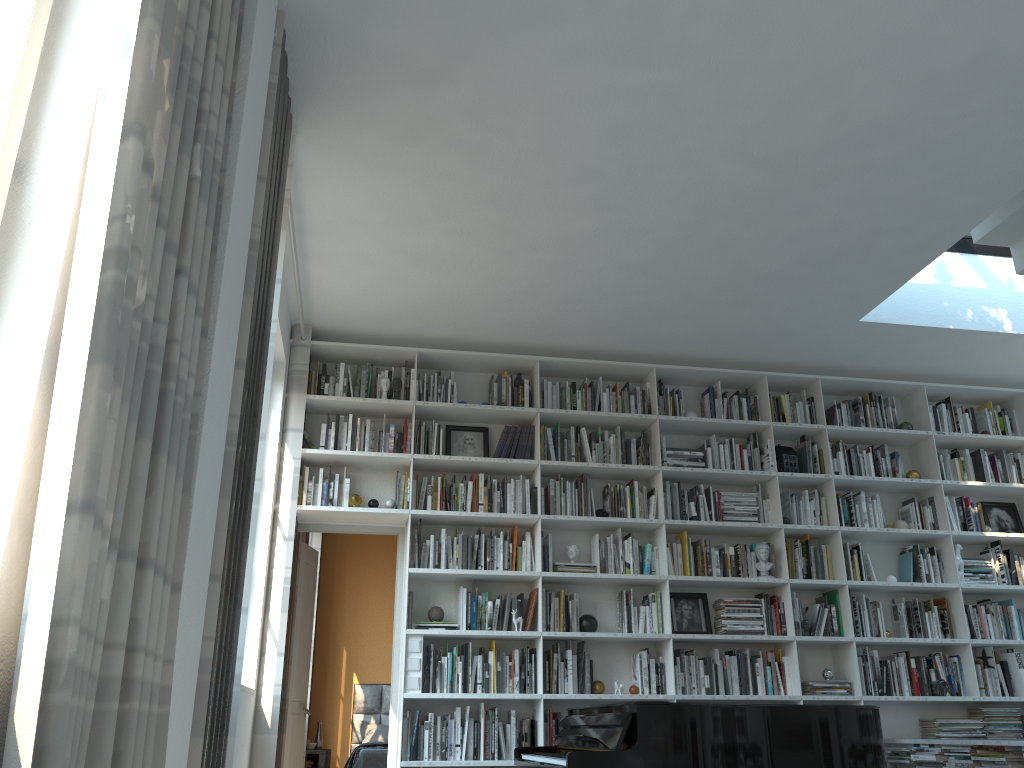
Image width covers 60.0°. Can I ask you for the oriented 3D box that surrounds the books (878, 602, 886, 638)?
[{"bbox_3d":[2.509,1.640,6.109,0.013,0.250,0.173,3,-21,-9],"label":"books"}]

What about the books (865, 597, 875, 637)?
[{"bbox_3d":[2.435,1.622,6.110,0.006,0.284,0.160,3,-21,-9],"label":"books"}]

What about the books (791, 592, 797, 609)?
[{"bbox_3d":[1.903,1.575,6.019,0.013,0.305,0.141,3,-21,-9],"label":"books"}]

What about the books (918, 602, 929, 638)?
[{"bbox_3d":[2.808,1.652,6.140,0.018,0.250,0.184,3,-21,-9],"label":"books"}]

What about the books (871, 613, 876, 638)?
[{"bbox_3d":[2.445,1.672,6.092,0.013,0.178,0.141,3,-21,-9],"label":"books"}]

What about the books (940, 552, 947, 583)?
[{"bbox_3d":[3.036,1.330,6.314,0.010,0.244,0.159,3,-21,-9],"label":"books"}]

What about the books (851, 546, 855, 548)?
[{"bbox_3d":[2.411,1.281,6.226,0.006,0.272,0.167,3,-21,-9],"label":"books"}]

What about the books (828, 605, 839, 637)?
[{"bbox_3d":[2.153,1.624,6.030,0.029,0.222,0.171,3,-21,-9],"label":"books"}]

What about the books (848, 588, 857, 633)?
[{"bbox_3d":[2.312,1.590,6.105,0.007,0.340,0.150,3,-21,-9],"label":"books"}]

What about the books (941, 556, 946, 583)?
[{"bbox_3d":[3.018,1.348,6.314,0.023,0.211,0.165,3,-21,-9],"label":"books"}]

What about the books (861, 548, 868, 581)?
[{"bbox_3d":[2.441,1.295,6.235,0.007,0.253,0.161,3,-21,-9],"label":"books"}]

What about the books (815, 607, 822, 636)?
[{"bbox_3d":[2.047,1.633,6.028,0.090,0.211,0.143,4,-21,-9],"label":"books"}]

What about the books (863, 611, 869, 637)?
[{"bbox_3d":[2.374,1.657,6.064,0.013,0.185,0.184,3,-21,-9],"label":"books"}]

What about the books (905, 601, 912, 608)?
[{"bbox_3d":[2.737,1.649,6.150,0.015,0.261,0.150,3,-21,-9],"label":"books"}]

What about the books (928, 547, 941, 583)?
[{"bbox_3d":[2.967,1.309,6.298,0.012,0.272,0.184,3,-21,-9],"label":"books"}]

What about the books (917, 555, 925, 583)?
[{"bbox_3d":[2.851,1.335,6.278,0.006,0.209,0.189,3,-21,-9],"label":"books"}]

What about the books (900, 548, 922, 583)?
[{"bbox_3d":[2.829,1.311,6.291,0.021,0.263,0.175,3,-21,-9],"label":"books"}]

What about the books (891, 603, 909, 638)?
[{"bbox_3d":[2.689,1.652,6.142,0.019,0.250,0.130,3,-21,-9],"label":"books"}]

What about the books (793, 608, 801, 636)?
[{"bbox_3d":[1.886,1.622,5.982,0.027,0.191,0.183,3,-21,-9],"label":"books"}]

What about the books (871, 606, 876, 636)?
[{"bbox_3d":[2.455,1.653,6.103,0.008,0.222,0.134,3,-21,-9],"label":"books"}]

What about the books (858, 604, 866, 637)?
[{"bbox_3d":[2.351,1.634,6.060,0.011,0.225,0.188,3,-21,-9],"label":"books"}]

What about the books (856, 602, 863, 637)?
[{"bbox_3d":[2.337,1.627,6.072,0.013,0.247,0.165,3,-21,-9],"label":"books"}]

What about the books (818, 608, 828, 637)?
[{"bbox_3d":[2.079,1.637,6.029,0.091,0.204,0.169,4,-21,-9],"label":"books"}]

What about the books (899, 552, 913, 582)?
[{"bbox_3d":[2.791,1.323,6.286,0.056,0.240,0.154,3,-21,-9],"label":"books"}]

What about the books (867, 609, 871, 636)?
[{"bbox_3d":[2.404,1.657,6.087,0.013,0.202,0.167,3,-21,-9],"label":"books"}]

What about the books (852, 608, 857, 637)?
[{"bbox_3d":[2.304,1.650,6.070,0.013,0.203,0.154,3,-21,-9],"label":"books"}]

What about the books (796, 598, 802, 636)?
[{"bbox_3d":[1.914,1.599,6.023,0.012,0.265,0.158,3,-21,-9],"label":"books"}]

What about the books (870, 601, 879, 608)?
[{"bbox_3d":[2.496,1.634,6.108,0.014,0.260,0.142,3,-21,-9],"label":"books"}]

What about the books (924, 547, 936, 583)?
[{"bbox_3d":[2.942,1.315,6.315,0.032,0.273,0.155,3,-21,-9],"label":"books"}]

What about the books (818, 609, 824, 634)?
[{"bbox_3d":[2.065,1.635,6.039,0.090,0.214,0.139,4,-21,-9],"label":"books"}]

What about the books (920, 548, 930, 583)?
[{"bbox_3d":[2.895,1.314,6.297,0.018,0.262,0.165,3,-21,-9],"label":"books"}]

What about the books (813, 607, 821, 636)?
[{"bbox_3d":[2.023,1.626,6.009,0.089,0.209,0.176,4,-21,-9],"label":"books"}]

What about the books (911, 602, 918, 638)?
[{"bbox_3d":[2.749,1.651,6.151,0.008,0.258,0.159,3,-21,-9],"label":"books"}]

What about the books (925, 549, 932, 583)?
[{"bbox_3d":[2.911,1.317,6.300,0.015,0.258,0.152,3,-21,-9],"label":"books"}]

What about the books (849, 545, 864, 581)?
[{"bbox_3d":[2.406,1.280,6.220,0.006,0.269,0.179,3,-21,-9],"label":"books"}]

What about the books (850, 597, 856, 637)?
[{"bbox_3d":[2.296,1.611,6.076,0.006,0.280,0.156,3,-21,-9],"label":"books"}]

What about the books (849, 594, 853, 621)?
[{"bbox_3d":[2.284,1.604,6.078,0.018,0.294,0.178,3,-21,-9],"label":"books"}]

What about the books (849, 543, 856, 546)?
[{"bbox_3d":[2.425,1.285,6.273,0.011,0.299,0.089,3,-21,-9],"label":"books"}]

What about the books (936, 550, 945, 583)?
[{"bbox_3d":[3.004,1.322,6.304,0.011,0.251,0.169,3,-21,-9],"label":"books"}]

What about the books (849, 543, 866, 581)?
[{"bbox_3d":[2.420,1.275,6.230,0.013,0.286,0.159,3,-21,-9],"label":"books"}]

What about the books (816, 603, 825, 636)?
[{"bbox_3d":[2.062,1.619,6.034,0.094,0.237,0.150,4,-21,-9],"label":"books"}]

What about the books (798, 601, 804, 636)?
[{"bbox_3d":[1.937,1.608,6.024,0.035,0.247,0.141,3,-21,-9],"label":"books"}]

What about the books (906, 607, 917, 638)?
[{"bbox_3d":[2.724,1.665,6.126,0.016,0.215,0.178,3,-21,-9],"label":"books"}]

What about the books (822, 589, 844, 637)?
[{"bbox_3d":[2.194,1.583,6.063,0.014,0.323,0.183,3,-21,-9],"label":"books"}]

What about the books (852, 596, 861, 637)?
[{"bbox_3d":[2.329,1.609,6.074,0.005,0.282,0.159,3,-21,-9],"label":"books"}]

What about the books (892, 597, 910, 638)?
[{"bbox_3d":[2.704,1.640,6.163,0.016,0.288,0.132,3,-21,-9],"label":"books"}]

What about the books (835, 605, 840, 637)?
[{"bbox_3d":[2.176,1.628,6.045,0.021,0.225,0.149,3,-21,-9],"label":"books"}]

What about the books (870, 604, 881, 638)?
[{"bbox_3d":[2.468,1.643,6.098,0.015,0.237,0.177,3,-21,-9],"label":"books"}]

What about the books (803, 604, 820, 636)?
[{"bbox_3d":[2.007,1.615,6.005,0.095,0.227,0.190,4,-21,-9],"label":"books"}]

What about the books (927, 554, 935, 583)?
[{"bbox_3d":[2.926,1.331,6.289,0.012,0.223,0.178,3,-21,-9],"label":"books"}]

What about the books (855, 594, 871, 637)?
[{"bbox_3d":[2.388,1.606,6.085,0.014,0.295,0.176,3,-21,-9],"label":"books"}]

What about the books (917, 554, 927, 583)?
[{"bbox_3d":[2.861,1.332,6.282,0.013,0.218,0.188,3,-21,-9],"label":"books"}]

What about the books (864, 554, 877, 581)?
[{"bbox_3d":[2.475,1.309,6.207,0.051,0.209,0.177,3,-21,-9],"label":"books"}]

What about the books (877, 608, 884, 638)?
[{"bbox_3d":[2.483,1.657,6.092,0.014,0.206,0.181,3,-21,-9],"label":"books"}]

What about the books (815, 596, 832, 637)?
[{"bbox_3d":[2.129,1.601,6.057,0.013,0.284,0.139,3,-21,-9],"label":"books"}]

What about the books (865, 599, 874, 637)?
[{"bbox_3d":[2.418,1.624,6.089,0.012,0.266,0.183,3,-21,-9],"label":"books"}]

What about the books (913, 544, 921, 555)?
[{"bbox_3d":[2.871,1.303,6.312,0.013,0.294,0.154,3,-21,-9],"label":"books"}]

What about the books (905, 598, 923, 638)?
[{"bbox_3d":[2.791,1.644,6.168,0.007,0.284,0.160,3,-21,-9],"label":"books"}]

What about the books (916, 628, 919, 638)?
[{"bbox_3d":[2.765,1.683,6.163,0.031,0.208,0.123,3,-21,-9],"label":"books"}]
